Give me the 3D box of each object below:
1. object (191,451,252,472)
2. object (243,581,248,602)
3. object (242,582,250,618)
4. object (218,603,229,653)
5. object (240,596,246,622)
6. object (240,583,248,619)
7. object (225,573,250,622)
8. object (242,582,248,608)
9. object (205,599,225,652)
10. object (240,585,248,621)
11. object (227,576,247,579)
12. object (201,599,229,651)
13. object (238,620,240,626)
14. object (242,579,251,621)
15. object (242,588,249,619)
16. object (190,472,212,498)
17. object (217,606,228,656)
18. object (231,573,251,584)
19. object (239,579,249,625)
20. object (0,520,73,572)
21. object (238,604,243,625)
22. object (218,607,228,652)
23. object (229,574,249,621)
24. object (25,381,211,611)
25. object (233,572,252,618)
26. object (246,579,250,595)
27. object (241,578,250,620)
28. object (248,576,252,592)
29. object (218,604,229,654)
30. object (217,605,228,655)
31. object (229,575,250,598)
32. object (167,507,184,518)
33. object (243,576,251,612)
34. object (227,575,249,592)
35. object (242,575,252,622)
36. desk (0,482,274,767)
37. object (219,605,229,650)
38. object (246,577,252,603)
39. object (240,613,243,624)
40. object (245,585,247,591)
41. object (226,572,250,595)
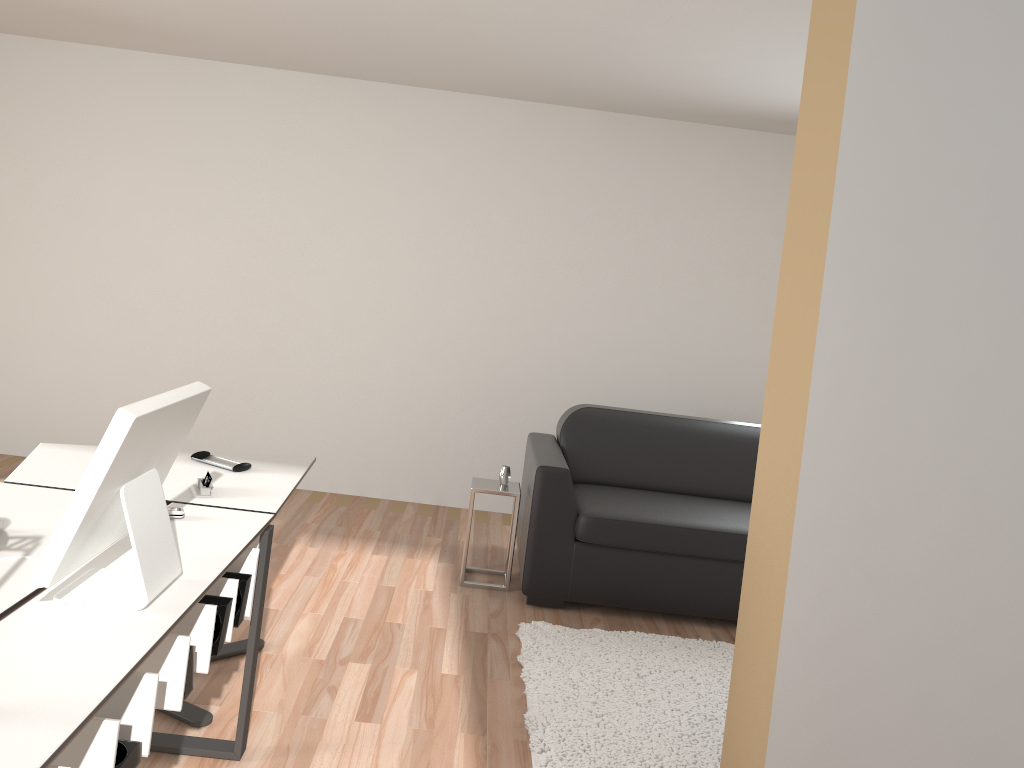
[{"bbox_3d":[-1.020,0.271,3.086,0.217,0.030,0.089,10,7,28],"label":"object"},{"bbox_3d":[-0.781,0.575,2.339,0.133,0.114,0.040,7,0,-1],"label":"object"},{"bbox_3d":[-0.781,0.572,2.367,0.133,0.114,0.040,7,0,-1],"label":"object"},{"bbox_3d":[-0.776,0.595,2.164,0.133,0.114,0.040,7,0,-1],"label":"object"},{"bbox_3d":[-0.781,0.574,2.351,0.133,0.114,0.040,7,0,-1],"label":"object"},{"bbox_3d":[-0.781,0.574,2.344,0.133,0.114,0.040,7,0,-1],"label":"object"},{"bbox_3d":[-0.781,0.572,2.364,0.133,0.113,0.039,7,0,-1],"label":"object"},{"bbox_3d":[-0.781,0.575,2.342,0.133,0.114,0.040,7,0,-1],"label":"object"},{"bbox_3d":[-0.777,0.594,2.173,0.133,0.113,0.039,7,0,-1],"label":"object"},{"bbox_3d":[-0.781,0.574,2.349,0.133,0.114,0.040,7,0,-1],"label":"object"},{"bbox_3d":[-0.781,0.574,2.346,0.133,0.113,0.039,7,0,-1],"label":"object"},{"bbox_3d":[-0.777,0.594,2.171,0.133,0.113,0.039,7,0,-1],"label":"object"},{"bbox_3d":[-0.781,0.575,2.335,0.133,0.114,0.040,7,0,-1],"label":"object"},{"bbox_3d":[-0.782,0.571,2.374,0.133,0.114,0.040,7,0,-1],"label":"object"},{"bbox_3d":[-0.782,0.571,2.369,0.133,0.114,0.040,7,0,-1],"label":"object"},{"bbox_3d":[-0.960,0.307,2.720,0.048,0.055,0.131,6,5,-27],"label":"object"},{"bbox_3d":[-0.776,0.596,2.160,0.133,0.114,0.040,7,0,-1],"label":"object"},{"bbox_3d":[-0.782,0.571,2.371,0.133,0.113,0.039,7,0,-1],"label":"object"},{"bbox_3d":[-0.781,0.574,2.346,0.133,0.114,0.040,7,0,-1],"label":"object"},{"bbox_3d":[-1.181,0.400,1.948,0.387,0.079,0.459,6,6,-7],"label":"object"},{"bbox_3d":[-0.781,0.576,2.333,0.133,0.114,0.040,7,0,-1],"label":"object"},{"bbox_3d":[-0.776,0.595,2.162,0.133,0.114,0.040,7,0,-1],"label":"object"},{"bbox_3d":[-0.781,0.572,2.362,0.133,0.113,0.039,7,0,-1],"label":"object"},{"bbox_3d":[-0.818,0.228,1.891,0.197,0.430,0.468,7,3,-2],"label":"object"},{"bbox_3d":[-0.782,0.570,2.381,0.133,0.113,0.039,7,0,-1],"label":"object"},{"bbox_3d":[-0.781,0.572,2.360,0.133,0.114,0.040,7,0,-1],"label":"object"},{"bbox_3d":[-0.781,0.573,2.358,0.133,0.114,0.040,7,0,-1],"label":"object"},{"bbox_3d":[-0.782,0.570,2.379,0.133,0.114,0.040,7,0,-1],"label":"object"},{"bbox_3d":[-0.776,0.595,2.167,0.133,0.114,0.040,7,0,-1],"label":"object"},{"bbox_3d":[-0.776,0.596,2.157,0.133,0.114,0.040,7,0,-1],"label":"object"},{"bbox_3d":[-0.781,0.573,2.355,0.133,0.113,0.039,7,0,-1],"label":"object"},{"bbox_3d":[-0.948,0.354,2.424,0.084,0.021,0.048,5,6,-22],"label":"object"},{"bbox_3d":[-0.781,0.572,2.365,0.133,0.114,0.040,7,0,-1],"label":"object"},{"bbox_3d":[-0.781,0.573,2.353,0.133,0.113,0.039,7,0,-1],"label":"object"},{"bbox_3d":[-0.782,0.571,2.376,0.133,0.114,0.040,7,0,-1],"label":"object"},{"bbox_3d":[-1.114,0.769,1.771,0.804,0.685,1.610,7,5,-2],"label":"desk"},{"bbox_3d":[-0.777,0.595,2.169,0.133,0.114,0.040,7,0,-1],"label":"object"},{"bbox_3d":[-0.782,0.570,2.381,0.133,0.114,0.040,7,0,-1],"label":"object"},{"bbox_3d":[-0.781,0.573,2.356,0.133,0.114,0.040,7,0,-1],"label":"object"},{"bbox_3d":[-0.781,0.575,2.337,0.133,0.114,0.040,7,0,-1],"label":"object"},{"bbox_3d":[-0.782,0.571,2.374,0.133,0.113,0.039,7,0,-1],"label":"object"}]
